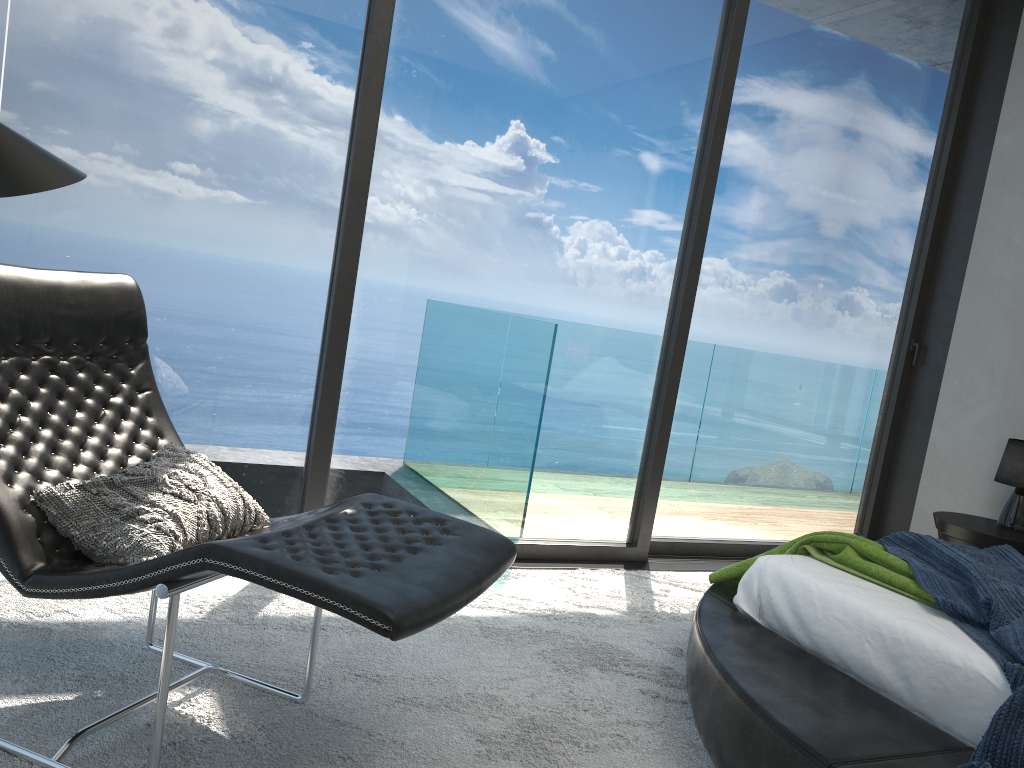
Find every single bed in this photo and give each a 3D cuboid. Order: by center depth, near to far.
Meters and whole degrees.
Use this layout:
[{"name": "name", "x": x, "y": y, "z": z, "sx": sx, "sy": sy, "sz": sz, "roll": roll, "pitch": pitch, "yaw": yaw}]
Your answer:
[{"name": "bed", "x": 1.819, "y": 0.717, "z": 2.319, "sx": 2.619, "sy": 0.936, "sz": 2.746, "roll": 7, "pitch": 6, "yaw": -26}]

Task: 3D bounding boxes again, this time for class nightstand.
[{"name": "nightstand", "x": 2.124, "y": 0.857, "z": 4.005, "sx": 0.497, "sy": 0.441, "sz": 0.495, "roll": 8, "pitch": 6, "yaw": -15}]

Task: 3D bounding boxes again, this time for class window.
[{"name": "window", "x": 3.068, "y": -0.315, "z": 3.243, "sx": 9.733, "sy": 3.191, "sz": 3.584, "roll": 7, "pitch": 6, "yaw": -26}]

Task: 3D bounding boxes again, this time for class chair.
[{"name": "chair", "x": -0.681, "y": 0.307, "z": 1.988, "sx": 1.279, "sy": 0.998, "sz": 0.638, "roll": 11, "pitch": 6, "yaw": 19}]

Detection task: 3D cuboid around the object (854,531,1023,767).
[{"name": "object", "x": 1.218, "y": 0.762, "z": 2.229, "sx": 0.684, "sy": 0.569, "sz": 2.151, "roll": 11, "pitch": 6, "yaw": 16}]

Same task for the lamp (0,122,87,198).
[{"name": "lamp", "x": -0.977, "y": 0.144, "z": 1.509, "sx": 0.201, "sy": 1.304, "sz": 0.384, "roll": 13, "pitch": 7, "yaw": 27}]

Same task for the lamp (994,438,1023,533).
[{"name": "lamp", "x": 2.294, "y": 0.459, "z": 3.974, "sx": 0.241, "sy": 0.401, "sz": 0.219, "roll": 13, "pitch": 7, "yaw": 33}]

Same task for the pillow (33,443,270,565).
[{"name": "pillow", "x": -0.802, "y": 0.278, "z": 2.032, "sx": 0.312, "sy": 0.199, "sz": 0.441, "roll": 11, "pitch": 6, "yaw": 15}]

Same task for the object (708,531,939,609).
[{"name": "object", "x": 1.382, "y": 0.739, "z": 2.122, "sx": 0.647, "sy": 0.343, "sz": 2.294, "roll": 6, "pitch": 6, "yaw": -27}]
